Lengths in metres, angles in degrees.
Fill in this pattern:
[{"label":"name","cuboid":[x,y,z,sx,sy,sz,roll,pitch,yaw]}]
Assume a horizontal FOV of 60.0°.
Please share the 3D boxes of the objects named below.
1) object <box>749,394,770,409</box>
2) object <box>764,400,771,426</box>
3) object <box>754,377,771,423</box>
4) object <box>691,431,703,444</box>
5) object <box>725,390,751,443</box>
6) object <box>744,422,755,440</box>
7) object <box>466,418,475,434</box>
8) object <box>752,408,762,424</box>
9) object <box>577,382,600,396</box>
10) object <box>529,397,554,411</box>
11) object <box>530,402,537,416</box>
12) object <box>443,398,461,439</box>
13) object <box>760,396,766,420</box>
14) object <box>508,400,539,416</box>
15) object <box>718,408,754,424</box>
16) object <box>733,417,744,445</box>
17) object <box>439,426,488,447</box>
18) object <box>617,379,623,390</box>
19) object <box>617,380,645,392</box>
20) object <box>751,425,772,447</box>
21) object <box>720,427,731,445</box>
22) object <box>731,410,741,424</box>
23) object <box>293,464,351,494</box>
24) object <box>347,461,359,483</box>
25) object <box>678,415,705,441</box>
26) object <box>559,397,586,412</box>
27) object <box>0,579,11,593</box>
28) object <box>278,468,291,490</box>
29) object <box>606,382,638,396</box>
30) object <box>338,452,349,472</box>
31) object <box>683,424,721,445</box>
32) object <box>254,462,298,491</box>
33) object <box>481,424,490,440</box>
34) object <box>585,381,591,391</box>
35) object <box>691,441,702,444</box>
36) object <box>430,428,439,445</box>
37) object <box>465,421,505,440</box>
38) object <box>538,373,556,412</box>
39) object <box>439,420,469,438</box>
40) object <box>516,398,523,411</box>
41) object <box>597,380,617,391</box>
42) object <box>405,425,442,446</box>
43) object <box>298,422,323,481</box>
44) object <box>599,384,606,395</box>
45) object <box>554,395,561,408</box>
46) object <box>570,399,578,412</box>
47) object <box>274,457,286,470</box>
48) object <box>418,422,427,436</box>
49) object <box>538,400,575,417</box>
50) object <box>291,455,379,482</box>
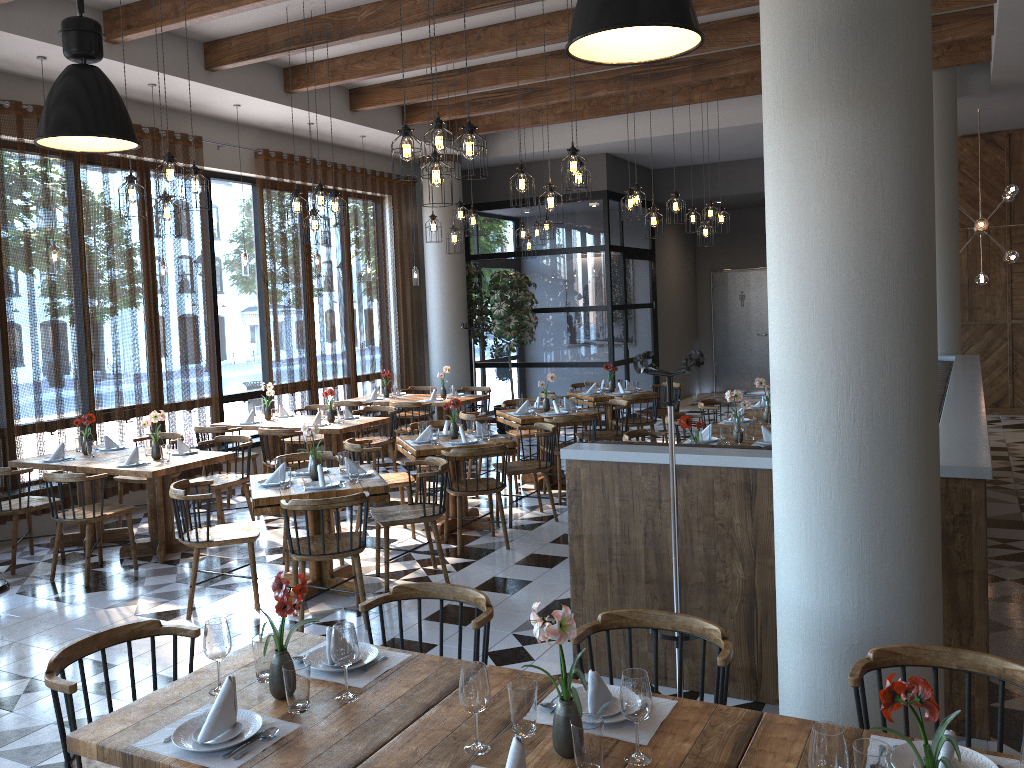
[{"label":"object","cuboid":[2.506,0.160,8.859,0.272,0.137,0.353,0,5,28]},{"label":"object","cuboid":[2.194,0.250,7.570,0.081,0.215,0.081,-4,4,-31]},{"label":"object","cuboid":[2.216,0.138,7.775,0.146,0.399,0.207,0,4,35]},{"label":"object","cuboid":[1.252,0.430,5.992,0.081,0.215,0.081,0,4,36]},{"label":"object","cuboid":[1.735,0.246,6.789,0.206,0.399,0.146,-1,4,30]},{"label":"object","cuboid":[1.845,0.368,6.872,0.080,0.132,0.080,-1,4,28]},{"label":"object","cuboid":[-0.362,0.373,7.839,0.080,0.132,0.080,0,4,32]},{"label":"object","cuboid":[2.132,0.282,7.697,0.080,0.132,0.080,-2,3,13]},{"label":"object","cuboid":[0.971,0.050,10.801,0.272,0.137,0.352,-4,5,-17]},{"label":"object","cuboid":[0.276,0.198,9.468,0.352,0.137,0.273,-4,5,-17]},{"label":"object","cuboid":[0.219,0.251,8.935,0.080,0.132,0.080,1,5,42]},{"label":"object","cuboid":[-0.502,0.296,7.518,0.156,0.354,0.171,-3,3,-7]},{"label":"object","cuboid":[2.262,0.214,7.939,0.081,0.215,0.081,-1,3,19]},{"label":"object","cuboid":[0.108,0.236,9.130,0.272,0.137,0.352,-4,5,-17]},{"label":"object","cuboid":[2.001,0.269,7.886,0.272,0.137,0.353,0,5,28]},{"label":"object","cuboid":[1.688,0.358,6.594,0.081,0.215,0.081,-3,3,-9]},{"label":"object","cuboid":[-0.408,0.420,7.306,0.352,0.137,0.273,-4,5,-17]},{"label":"object","cuboid":[1.358,0.005,11.155,0.080,0.132,0.080,-5,4,-37]},{"label":"object","cuboid":[1.477,0.014,10.966,0.272,0.137,0.352,-4,5,-17]},{"label":"object","cuboid":[1.953,0.381,6.654,0.272,0.137,0.353,0,5,28]},{"label":"object","cuboid":[1.613,0.394,6.698,0.080,0.132,0.080,0,4,32]},{"label":"object","cuboid":[1.769,0.319,6.988,0.081,0.215,0.081,-3,3,-9]},{"label":"object","cuboid":[-1.235,0.597,5.718,0.352,0.137,0.273,-4,5,-17]},{"label":"object","cuboid":[-1.043,0.580,5.845,0.080,0.132,0.080,-3,3,-7]},{"label":"object","cuboid":[1.179,0.379,5.820,0.171,0.354,0.156,-1,4,30]},{"label":"object","cuboid":[0.614,0.200,9.296,0.272,0.137,0.352,-4,5,-17]},{"label":"object","cuboid":[-3.826,0.657,6.285,0.374,1.655,0.375,-2,3,10]},{"label":"object","cuboid":[-1.459,0.610,5.701,0.080,0.132,0.080,-2,3,3]},{"label":"object","cuboid":[1.309,0.051,10.629,0.352,0.137,0.273,-4,5,-17]},{"label":"object","cuboid":[-1.186,0.550,6.252,0.080,0.132,0.080,-3,3,-7]},{"label":"object","cuboid":[1.491,0.378,6.904,0.272,0.137,0.353,0,5,28]},{"label":"object","cuboid":[-1.573,0.596,5.890,0.272,0.137,0.352,-4,5,-17]},{"label":"object","cuboid":[-0.220,0.404,7.432,0.080,0.132,0.080,0,4,32]},{"label":"object","cuboid":[0.945,0.034,11.023,0.080,0.132,0.080,-2,3,3]},{"label":"object","cuboid":[1.170,0.469,5.595,0.081,0.215,0.081,-3,3,-3]},{"label":"object","cuboid":[-0.635,0.434,7.288,0.080,0.132,0.080,1,5,42]},{"label":"object","cuboid":[-0.240,0.383,7.644,0.272,0.137,0.352,-4,5,-17]},{"label":"object","cuboid":[0.368,0.088,9.188,0.146,0.399,0.207,0,4,39]},{"label":"object","cuboid":[-0.578,0.382,7.816,0.352,0.137,0.273,-4,5,-17]},{"label":"object","cuboid":[0.079,0.219,9.354,0.080,0.132,0.080,1,5,42]},{"label":"object","cuboid":[1.139,0.013,11.138,0.352,0.137,0.273,-4,5,-17]},{"label":"object","cuboid":[-0.746,0.419,7.478,0.272,0.137,0.352,-4,5,-17]},{"label":"object","cuboid":[-1.348,0.450,5.946,0.146,0.399,0.206,-5,4,-43]},{"label":"object","cuboid":[1.085,0.066,10.604,0.080,0.132,0.080,1,5,42]},{"label":"object","cuboid":[0.493,0.190,9.486,0.080,0.132,0.080,1,5,42]},{"label":"object","cuboid":[0.635,0.221,9.079,0.080,0.132,0.080,1,5,42]},{"label":"object","cuboid":[-1.599,0.579,6.120,0.080,0.132,0.080,-2,3,3]},{"label":"object","cuboid":[-0.776,0.402,7.707,0.080,0.132,0.080,0,4,32]},{"label":"object","cuboid":[0.446,0.237,8.958,0.352,0.137,0.273,-4,5,-17]},{"label":"object","cuboid":[-1.250,0.562,6.116,0.582,0.137,0.578,-4,5,-17]}]
